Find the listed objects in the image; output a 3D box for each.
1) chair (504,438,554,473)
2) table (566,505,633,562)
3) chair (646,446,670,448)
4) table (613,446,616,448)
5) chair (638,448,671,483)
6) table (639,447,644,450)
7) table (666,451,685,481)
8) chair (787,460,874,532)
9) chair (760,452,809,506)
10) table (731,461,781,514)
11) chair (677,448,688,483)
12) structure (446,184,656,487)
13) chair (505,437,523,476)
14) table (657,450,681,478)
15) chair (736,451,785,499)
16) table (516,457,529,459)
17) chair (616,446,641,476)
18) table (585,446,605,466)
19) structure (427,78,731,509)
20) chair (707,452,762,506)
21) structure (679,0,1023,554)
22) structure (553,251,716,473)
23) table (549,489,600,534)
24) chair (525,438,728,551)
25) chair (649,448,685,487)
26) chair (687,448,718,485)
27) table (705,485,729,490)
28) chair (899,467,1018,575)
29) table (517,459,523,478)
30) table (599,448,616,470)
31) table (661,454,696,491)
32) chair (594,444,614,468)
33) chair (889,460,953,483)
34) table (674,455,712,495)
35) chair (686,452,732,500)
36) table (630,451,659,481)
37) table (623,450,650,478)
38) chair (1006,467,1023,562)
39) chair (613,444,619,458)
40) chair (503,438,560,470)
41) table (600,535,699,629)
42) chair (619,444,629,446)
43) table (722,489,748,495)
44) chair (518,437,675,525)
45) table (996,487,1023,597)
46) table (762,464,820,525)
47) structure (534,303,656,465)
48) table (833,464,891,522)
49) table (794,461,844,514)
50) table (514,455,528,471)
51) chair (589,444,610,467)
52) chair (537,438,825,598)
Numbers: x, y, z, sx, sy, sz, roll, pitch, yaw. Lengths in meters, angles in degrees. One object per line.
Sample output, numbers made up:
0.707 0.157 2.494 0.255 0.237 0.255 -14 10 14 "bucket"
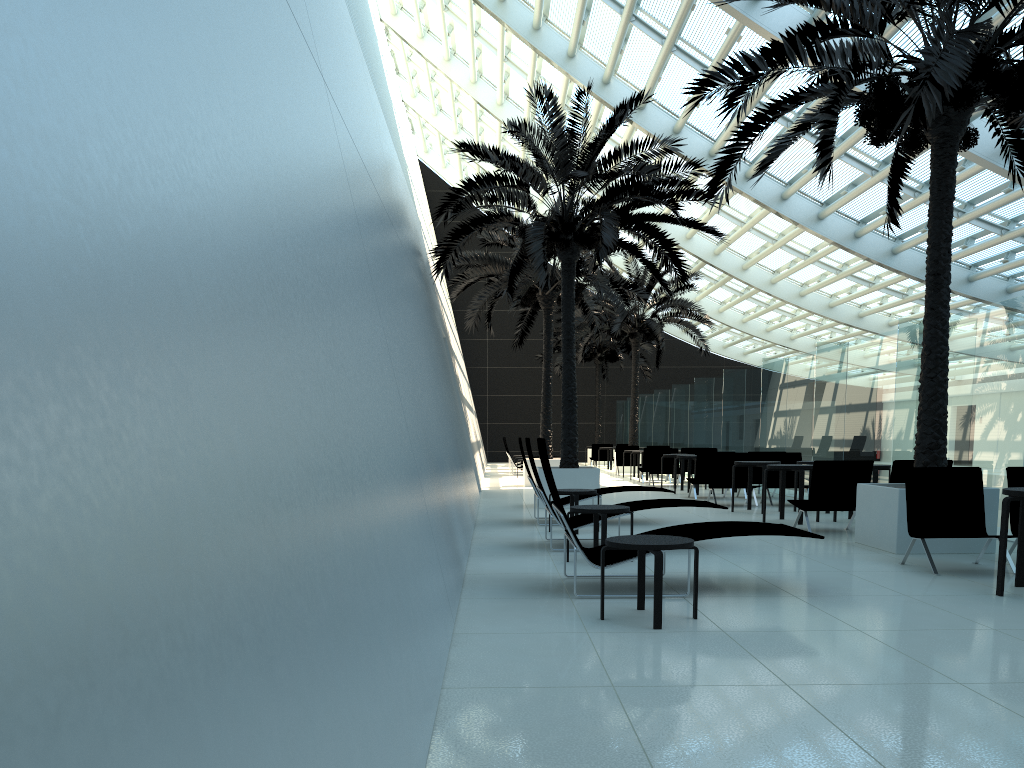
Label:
0.747 2.311 28.596 2.036 1.170 0.913 0 3 -1 "chair"
0.817 1.404 8.138 0.552 0.522 0.551 1 2 41 "table"
4.429 2.281 25.952 0.716 0.896 0.880 0 2 -1 "chair"
4.262 2.855 34.520 0.676 0.789 0.676 -3 4 -44 "table"
3.597 2.048 22.049 0.716 0.896 0.880 0 2 -1 "chair"
4.363 2.603 30.346 0.678 0.789 0.675 2 3 37 "table"
4.510 2.174 23.252 0.677 0.789 0.676 2 3 41 "table"
3.849 1.358 10.620 0.716 0.896 0.880 0 2 -1 "chair"
4.676 1.603 14.721 0.716 0.896 0.880 0 2 -1 "chair"
3.766 1.584 13.418 0.678 0.789 0.675 2 3 37 "table"
4.529 2.047 22.069 0.716 0.896 0.880 0 2 -1 "chair"
0.676 -1.042 20.273 4.275 6.965 4.595 2 5 32 "structure"
0.804 2.156 26.025 2.036 1.170 0.913 0 3 -1 "chair"
4.488 2.261 24.682 0.678 0.789 0.675 2 3 37 "table"
4.653 1.706 16.430 0.716 0.896 0.880 0 2 -1 "chair"
0.392 2.571 27.465 0.552 0.522 0.551 1 2 41 "table"
3.497 2.283 25.932 0.716 0.896 0.880 0 2 -1 "chair"
3.292 2.857 34.499 0.676 0.789 0.676 -3 4 -44 "table"
1.014 -1.374 14.284 4.632 6.904 4.239 -2 4 -23 "structure"
3.744 1.605 14.701 0.716 0.896 0.880 0 2 -1 "chair"
4.298 -1.819 8.625 4.817 7.092 4.398 1 4 17 "structure"
3.871 -0.664 27.757 4.821 7.092 4.395 -1 4 -8 "structure"
0.761 1.559 10.708 0.552 0.522 0.551 1 2 41 "table"
1.173 1.144 9.268 2.036 1.170 0.913 0 3 -1 "chair"
3.620 1.946 20.353 0.716 0.896 0.880 0 2 -1 "chair"
4.552 1.944 20.373 0.716 0.896 0.880 0 2 -1 "chair"
4.611 1.922 19.078 0.678 0.789 0.675 2 3 37 "table"
3.903 1.170 7.495 0.716 0.896 0.880 0 2 -1 "chair"
0.448 2.415 24.895 0.552 0.522 0.550 1 2 37 "table"
3.393 2.605 30.325 0.678 0.789 0.675 2 3 37 "table"
3.642 1.924 19.057 0.678 0.789 0.675 2 3 37 "table"
3.371 2.626 31.620 0.716 0.896 0.880 0 2 -1 "chair"
4.781 1.356 10.639 0.716 0.896 0.880 0 2 -1 "chair"
3.665 1.836 17.592 0.677 0.789 0.676 2 3 41 "table"
3.721 1.708 16.410 0.716 0.896 0.880 0 2 -1 "chair"
3.541 2.176 23.231 0.677 0.789 0.676 2 3 41 "table"
3.518 2.263 24.662 0.678 0.789 0.675 2 3 37 "table"
4.835 1.168 7.515 0.716 0.896 0.880 0 2 -1 "chair"
4.281 2.727 33.337 0.716 0.896 0.880 0 2 -1 "chair"
0.689 2.471 31.246 2.036 1.170 0.913 0 3 -1 "chair"
0.874 1.248 5.567 0.552 0.522 0.551 1 2 41 "table"
4.304 2.625 31.640 0.716 0.896 0.880 0 2 -1 "chair"
4.634 1.834 17.613 0.677 0.789 0.676 2 3 41 "table"
1.117 1.299 11.839 2.036 1.170 0.913 0 3 -1 "chair"
3.922 1.156 6.327 0.676 0.789 0.676 -3 4 -44 "table"
3.792 1.486 11.802 0.677 0.789 0.676 2 3 41 "table"
3.718 -0.172 35.897 4.448 7.090 4.767 -2 4 -23 "structure"
4.762 1.484 11.822 0.677 0.789 0.676 2 3 41 "table"
4.735 1.582 13.439 0.678 0.789 0.675 2 3 37 "table"
0.333 2.731 30.116 0.552 0.522 0.551 1 2 41 "table"
3.348 2.729 33.317 0.716 0.896 0.880 0 2 -1 "chair"
1.230 0.989 6.698 2.036 1.170 0.913 0 3 -1 "chair"
